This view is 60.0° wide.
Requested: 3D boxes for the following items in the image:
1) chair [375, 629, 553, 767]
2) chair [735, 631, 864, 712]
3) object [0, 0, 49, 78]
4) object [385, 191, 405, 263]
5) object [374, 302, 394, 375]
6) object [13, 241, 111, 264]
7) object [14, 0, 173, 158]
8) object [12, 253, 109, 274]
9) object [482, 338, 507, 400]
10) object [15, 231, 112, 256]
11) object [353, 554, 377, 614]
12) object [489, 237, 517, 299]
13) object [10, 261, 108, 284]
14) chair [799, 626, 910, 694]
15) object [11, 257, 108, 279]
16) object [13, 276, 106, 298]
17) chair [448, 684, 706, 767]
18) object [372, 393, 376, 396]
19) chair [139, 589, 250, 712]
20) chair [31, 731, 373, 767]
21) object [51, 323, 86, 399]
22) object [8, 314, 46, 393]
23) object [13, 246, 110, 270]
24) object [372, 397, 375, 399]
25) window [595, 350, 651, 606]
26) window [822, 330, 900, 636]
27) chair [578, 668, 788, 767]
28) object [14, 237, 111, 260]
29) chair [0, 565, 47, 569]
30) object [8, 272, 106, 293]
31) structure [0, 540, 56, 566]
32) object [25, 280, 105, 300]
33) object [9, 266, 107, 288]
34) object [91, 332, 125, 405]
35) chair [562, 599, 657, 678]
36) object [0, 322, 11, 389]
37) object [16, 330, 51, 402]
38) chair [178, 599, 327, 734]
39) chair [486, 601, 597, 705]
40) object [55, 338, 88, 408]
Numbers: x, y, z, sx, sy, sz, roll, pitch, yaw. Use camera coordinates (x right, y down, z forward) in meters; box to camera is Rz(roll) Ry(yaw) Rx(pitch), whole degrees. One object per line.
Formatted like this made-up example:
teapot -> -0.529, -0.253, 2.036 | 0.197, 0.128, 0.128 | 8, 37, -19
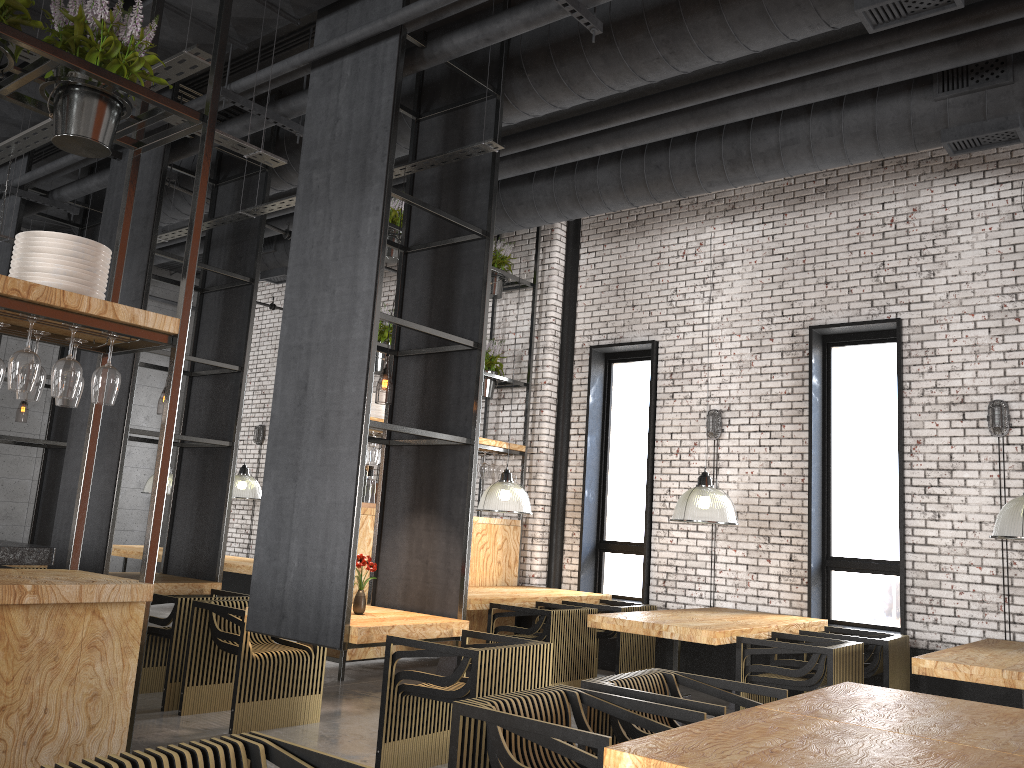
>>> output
chair -> -0.249, 1.742, 4.740 | 0.638, 0.733, 0.655 | -4, -12, 37
chair -> 1.918, 2.080, 5.905 | 0.638, 0.733, 0.655 | -4, -12, 37
object -> -1.983, -1.275, 3.205 | 0.466, 0.561, 0.416 | 13, -14, -42
object -> -1.174, -1.473, 8.605 | 0.416, 0.561, 0.465 | 1, -10, 13
object -> -1.208, -0.372, 8.383 | 0.467, 0.561, 0.415 | 3, -10, 4
object -> -1.725, -0.480, 3.402 | 0.334, 0.044, 0.333 | 2, -9, 9
object -> -1.662, -1.201, 3.521 | 0.416, 0.561, 0.466 | -3, -12, 32
object -> -1.727, -0.442, 3.394 | 0.335, 0.043, 0.333 | 0, -10, 22
object -> -0.294, -0.123, 9.520 | 0.415, 0.561, 0.466 | 10, -12, -31
object -> -1.722, -0.518, 3.409 | 0.334, 0.039, 0.333 | 2, -10, 12
object -> -0.909, 1.220, 5.422 | 0.156, 0.356, 0.170 | 4, -10, -3
object -> -0.196, -1.224, 9.720 | 0.415, 0.561, 0.466 | 13, -13, -40
object -> -1.729, -0.407, 3.388 | 0.334, 0.041, 0.334 | 9, -11, -29
chair -> 2.584, 2.253, 6.684 | 0.638, 0.733, 0.655 | -3, -12, 36
object -> -1.729, -0.422, 3.391 | 0.334, 0.039, 0.334 | 13, -13, -43
object -> -1.733, -0.349, 3.378 | 0.335, 0.037, 0.333 | 3, -9, 5
chair -> 0.222, 1.495, 3.052 | 0.638, 0.733, 0.655 | -4, -13, 38
object -> -1.317, 0.119, 8.200 | 0.334, 0.039, 0.333 | 2, -10, 12
chair -> -2.291, 1.863, 6.311 | 0.638, 0.733, 0.655 | -5, -13, 40
chair -> -0.681, 1.254, 1.955 | 0.638, 0.733, 0.655 | -4, -13, 37
object -> -1.609, -0.082, 3.218 | 0.101, 0.268, 0.100 | 3, -10, 2
object -> -1.699, -0.107, 3.105 | 0.101, 0.268, 0.100 | 3, -10, 2
object -> -1.726, -0.461, 3.399 | 0.334, 0.041, 0.333 | 3, -9, 8
object -> -1.320, 0.157, 8.193 | 0.334, 0.044, 0.333 | 2, -9, 9
window -> 1.212, 0.956, 9.367 | 0.748, 2.708, 0.364 | -4, -13, 38
window -> 3.109, 0.838, 7.872 | 0.748, 2.708, 0.364 | -4, -13, 38
chair -> 0.713, 1.633, 3.684 | 0.638, 0.733, 0.655 | -4, -13, 37
object -> -1.723, -0.499, 3.405 | 0.335, 0.039, 0.333 | 2, -10, 14
chair -> -4.302, 1.995, 7.932 | 0.638, 0.733, 0.655 | -4, -13, 39
object -> -1.732, -0.369, 3.381 | 0.335, 0.040, 0.333 | 3, -9, 3
structure -> -5.897, 0.941, 4.517 | 5.872, 1.539, 4.298 | -4, -12, 38
object -> -1.736, -0.331, 3.375 | 0.334, 0.046, 0.333 | 1, -10, 19
object -> -1.731, -0.388, 3.385 | 0.334, 0.039, 0.333 | 3, -9, 5
object -> -1.518, -0.057, 3.331 | 0.101, 0.268, 0.100 | 3, -10, 2
chair -> 0.861, 2.363, 8.053 | 0.638, 0.733, 0.655 | -4, -12, 36
object -> -1.924, -0.093, 3.282 | 0.101, 0.268, 0.100 | 3, -10, 2
object -> -1.833, -0.068, 3.395 | 0.101, 0.268, 0.100 | 3, -10, 2
chair -> -1.685, 1.825, 5.834 | 0.638, 0.733, 0.655 | -5, -13, 41
chair -> 0.235, 2.187, 7.244 | 0.638, 0.733, 0.655 | -4, -13, 38
object -> -1.742, -0.043, 3.508 | 0.101, 0.268, 0.100 | 3, -10, 2
